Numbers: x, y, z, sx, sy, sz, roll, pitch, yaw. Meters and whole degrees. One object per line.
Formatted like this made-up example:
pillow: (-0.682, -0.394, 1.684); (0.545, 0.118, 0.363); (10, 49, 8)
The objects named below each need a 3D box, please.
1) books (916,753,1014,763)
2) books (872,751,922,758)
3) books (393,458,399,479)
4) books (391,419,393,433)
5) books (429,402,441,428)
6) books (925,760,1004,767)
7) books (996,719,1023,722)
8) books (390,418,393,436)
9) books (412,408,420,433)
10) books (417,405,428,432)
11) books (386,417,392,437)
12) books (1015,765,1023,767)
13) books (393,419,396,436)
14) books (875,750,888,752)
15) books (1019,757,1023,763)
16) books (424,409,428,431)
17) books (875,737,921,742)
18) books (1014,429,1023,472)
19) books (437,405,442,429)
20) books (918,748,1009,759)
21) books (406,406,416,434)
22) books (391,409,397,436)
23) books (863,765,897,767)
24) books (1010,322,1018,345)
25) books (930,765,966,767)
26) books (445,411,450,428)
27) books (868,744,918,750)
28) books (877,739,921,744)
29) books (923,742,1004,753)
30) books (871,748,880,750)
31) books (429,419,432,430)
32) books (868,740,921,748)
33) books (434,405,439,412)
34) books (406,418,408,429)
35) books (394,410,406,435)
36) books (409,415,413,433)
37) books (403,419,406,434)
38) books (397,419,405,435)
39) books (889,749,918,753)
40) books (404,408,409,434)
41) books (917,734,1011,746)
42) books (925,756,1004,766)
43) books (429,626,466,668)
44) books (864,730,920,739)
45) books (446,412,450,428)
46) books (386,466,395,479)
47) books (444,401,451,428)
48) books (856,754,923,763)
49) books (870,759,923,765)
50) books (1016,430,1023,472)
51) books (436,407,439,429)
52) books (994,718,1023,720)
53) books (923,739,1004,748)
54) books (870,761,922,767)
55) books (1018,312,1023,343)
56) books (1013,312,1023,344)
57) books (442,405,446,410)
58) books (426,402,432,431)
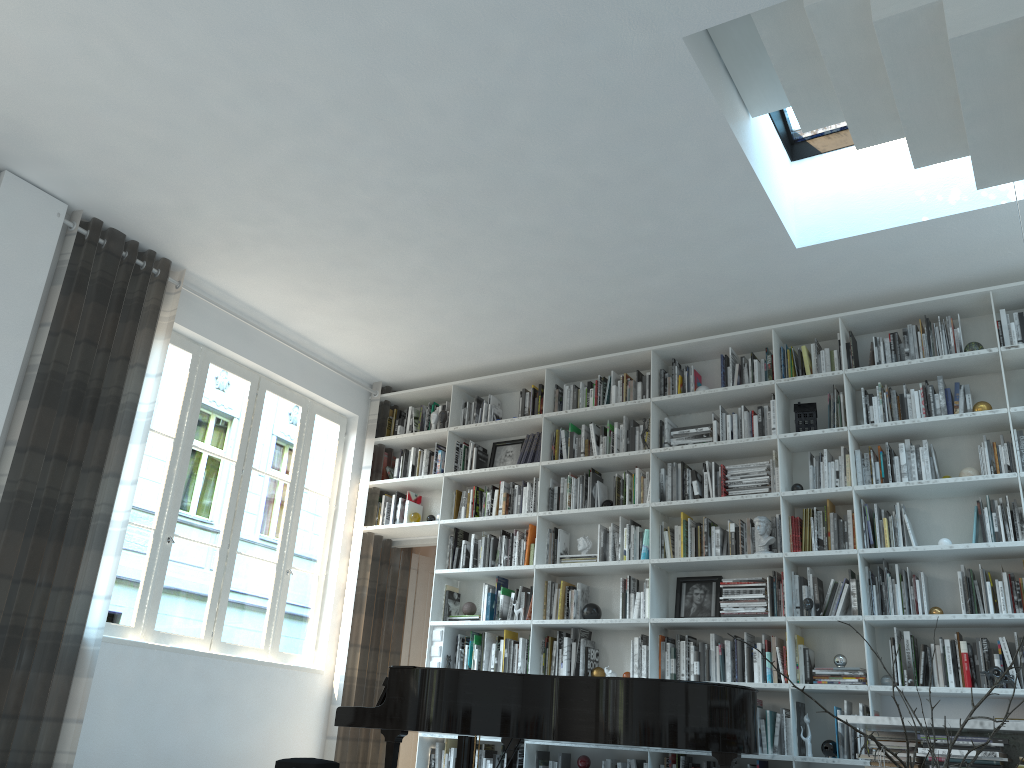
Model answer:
books: (1.451, 1.198, 2.841); (0.261, 0.009, 0.153); (-11, -27, 32)
books: (1.323, 1.265, 3.021); (0.137, 0.012, 0.243); (-10, -26, 31)
books: (-0.897, 0.735, 7.223); (0.034, 0.217, 0.167); (-9, -25, 30)
books: (-0.952, 0.405, 7.400); (0.023, 0.222, 0.151); (-9, -25, 30)
books: (-0.626, 0.313, 7.242); (0.029, 0.313, 0.129); (-9, -25, 30)
books: (1.443, 1.214, 2.822); (0.215, 0.013, 0.190); (-9, -26, 29)
books: (2.641, 1.709, 4.474); (0.346, 0.007, 0.194); (-9, -25, 28)
books: (-0.967, 0.409, 7.421); (0.024, 0.227, 0.130); (-9, -25, 30)
books: (-0.752, 0.344, 7.271); (0.057, 0.261, 0.191); (-9, -25, 30)
books: (-0.702, 0.334, 7.263); (0.039, 0.281, 0.182); (-9, -25, 30)
books: (-0.995, 0.408, 7.411); (0.014, 0.218, 0.189); (-9, -25, 30)
books: (1.679, 1.168, 2.677); (0.273, 0.014, 0.188); (-7, -25, 25)
books: (-0.924, 0.410, 7.371); (0.024, 0.194, 0.167); (-9, -25, 30)
books: (1.447, 1.363, 3.250); (0.177, 0.026, 0.231); (-9, -26, 30)
books: (1.689, 1.152, 2.699); (0.246, 0.013, 0.173); (-9, -26, 29)
books: (-0.664, 0.347, 7.256); (0.030, 0.256, 0.130); (-9, -25, 30)
books: (1.448, 1.316, 3.270); (0.170, 0.008, 0.209); (-11, -27, 32)
books: (2.819, 0.411, 4.926); (0.012, 0.284, 0.160); (-9, -25, 30)
books: (-0.540, 0.323, 7.170); (0.021, 0.252, 0.179); (-9, -25, 30)
books: (1.441, 1.179, 2.829); (0.230, 0.015, 0.190); (-12, -27, 34)
books: (-0.797, 0.349, 7.318); (0.028, 0.282, 0.190); (-9, -25, 30)
books: (-0.939, 0.370, 7.395); (0.014, 0.284, 0.175); (-9, -25, 30)
books: (1.305, 1.311, 3.012); (0.161, 0.014, 0.213); (-12, -27, 33)
books: (2.913, -0.235, 5.130); (0.022, 0.181, 0.190); (-9, -25, 30)
books: (1.454, 1.234, 2.836); (0.207, 0.012, 0.132); (-8, -25, 26)
books: (-0.485, 0.338, 7.134); (0.023, 0.204, 0.146); (-9, -25, 30)
books: (1.320, 1.246, 3.031); (0.132, 0.009, 0.270); (-12, -27, 33)
books: (1.448, 1.323, 3.267); (0.171, 0.007, 0.261); (-9, -25, 28)
books: (1.455, 1.173, 2.855); (0.221, 0.018, 0.154); (-10, -26, 31)
books: (1.444, 1.348, 3.259); (0.187, 0.009, 0.251); (-10, -26, 30)
books: (-0.613, 0.364, 7.197); (0.024, 0.186, 0.160); (-9, -25, 30)
books: (1.318, 1.236, 3.037); (0.149, 0.014, 0.229); (-9, -25, 28)
books: (-0.591, 0.323, 7.209); (0.013, 0.274, 0.159); (-9, -25, 30)
books: (-0.815, 0.383, 7.329); (0.024, 0.226, 0.158); (-9, -25, 30)
books: (-0.903, 0.370, 7.369); (0.025, 0.268, 0.177); (-9, -25, 30)
books: (-0.779, 0.377, 7.282); (0.030, 0.205, 0.176); (-9, -25, 30)
books: (-0.845, 0.405, 7.348); (0.031, 0.195, 0.145); (-9, -25, 30)
books: (-0.883, 0.405, 7.341); (0.028, 0.185, 0.182); (-9, -25, 30)
books: (1.342, 1.251, 3.014); (0.091, 0.011, 0.190); (-8, -25, 28)
books: (-0.833, 0.357, 7.340); (0.010, 0.280, 0.161); (-9, -25, 30)
books: (1.463, 1.154, 2.874); (0.261, 0.016, 0.129); (-9, -26, 29)
books: (1.449, 1.206, 2.835); (0.210, 0.012, 0.168); (-10, -26, 31)
books: (-0.461, 1.927, 6.353); (0.106, 0.338, 0.308); (-9, -25, 30)
books: (1.437, 1.304, 3.283); (0.189, 0.022, 0.238); (-12, -27, 34)
books: (-0.466, 0.342, 7.115); (0.028, 0.184, 0.168); (-9, -25, 30)
books: (-0.960, 0.769, 7.263); (0.121, 0.175, 0.130); (-9, -25, 30)
books: (-0.496, 0.302, 7.162); (0.013, 0.290, 0.155); (-9, -25, 30)
books: (1.301, 1.280, 3.028); (0.185, 0.014, 0.298); (-9, -26, 29)
books: (1.318, 1.286, 3.014); (0.134, 0.006, 0.227); (-12, -27, 33)
books: (2.844, 0.413, 4.927); (0.031, 0.283, 0.137); (-9, -25, 30)
books: (-0.565, 0.327, 7.173); (0.025, 0.242, 0.168); (-9, -25, 30)
books: (2.642, 1.702, 4.477); (0.346, 0.007, 0.194); (-11, -26, 32)
books: (1.452, 1.157, 2.853); (0.228, 0.009, 0.159); (-8, -25, 26)
books: (1.311, 1.296, 3.014); (0.152, 0.015, 0.208); (-8, -25, 27)
books: (2.961, -0.267, 5.122); (0.026, 0.240, 0.185); (-9, -25, 30)
books: (2.942, -0.266, 5.140); (0.025, 0.249, 0.178); (-9, -25, 30)
books: (-0.521, 0.315, 7.157); (0.027, 0.258, 0.147); (-9, -25, 30)
books: (-0.650, 0.317, 7.242); (0.014, 0.303, 0.146); (-9, -25, 30)
